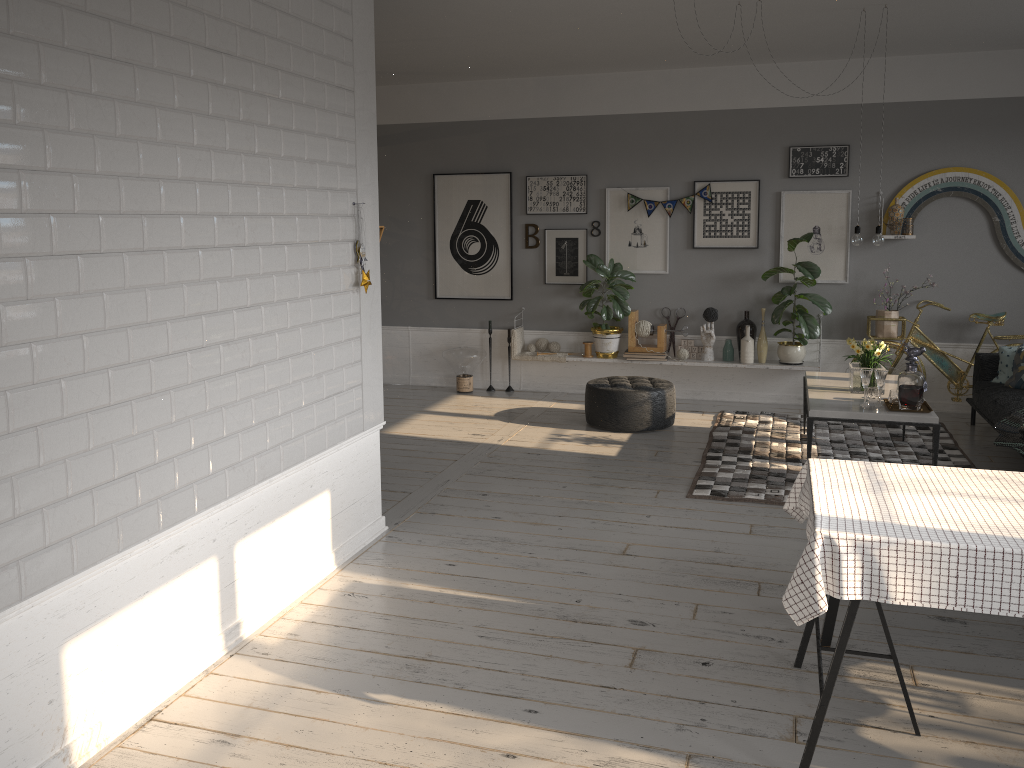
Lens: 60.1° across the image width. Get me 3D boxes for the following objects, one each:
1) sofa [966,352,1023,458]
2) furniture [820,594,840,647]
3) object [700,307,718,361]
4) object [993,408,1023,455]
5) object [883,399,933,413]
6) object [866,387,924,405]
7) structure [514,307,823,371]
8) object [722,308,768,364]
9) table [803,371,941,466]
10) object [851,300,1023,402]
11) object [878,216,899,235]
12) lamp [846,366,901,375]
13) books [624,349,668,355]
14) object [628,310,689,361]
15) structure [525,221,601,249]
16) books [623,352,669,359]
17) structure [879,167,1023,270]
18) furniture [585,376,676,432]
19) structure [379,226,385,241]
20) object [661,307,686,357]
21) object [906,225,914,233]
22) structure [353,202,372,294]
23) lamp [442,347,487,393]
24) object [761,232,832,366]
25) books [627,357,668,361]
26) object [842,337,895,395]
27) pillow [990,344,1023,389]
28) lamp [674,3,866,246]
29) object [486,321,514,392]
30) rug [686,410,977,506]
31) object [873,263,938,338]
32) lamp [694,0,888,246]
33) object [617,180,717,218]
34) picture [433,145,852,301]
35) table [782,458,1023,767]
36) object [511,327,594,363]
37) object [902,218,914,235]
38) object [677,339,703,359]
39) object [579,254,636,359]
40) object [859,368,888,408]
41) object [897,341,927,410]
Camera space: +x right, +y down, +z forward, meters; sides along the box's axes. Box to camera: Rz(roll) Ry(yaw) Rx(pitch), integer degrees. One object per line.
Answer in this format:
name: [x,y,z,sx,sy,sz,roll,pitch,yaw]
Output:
sofa: [3.759,0.155,5.900,0.970,0.790,2.362,2,10,16]
furniture: [2.055,0.790,3.374,1.670,0.452,0.469,3,9,17]
object: [1.774,-0.449,7.958,0.155,0.479,0.137,2,7,17]
object: [3.301,0.271,5.414,0.490,0.326,0.673,2,10,12]
object: [2.397,0.132,5.366,0.247,0.015,0.321,3,11,17]
object: [2.374,0.078,5.492,0.279,0.086,0.248,-1,10,-5]
structure: [1.373,-0.420,8.102,2.777,0.482,0.310,3,8,17]
object: [2.070,-0.436,7.850,0.286,0.484,0.334,-4,8,-22]
table: [2.341,0.297,5.926,0.732,0.506,1.469,2,10,17]
object: [3.667,-0.204,7.347,1.626,0.962,0.430,1,7,9]
object: [3.139,-1.321,7.369,0.060,0.164,0.198,-6,10,-38]
lamp: [3.004,0.062,7.368,0.434,0.434,0.434,-8,11,-41]
books: [1.233,-0.294,8.135,0.379,0.017,0.231,2,11,14]
object: [1.346,-0.443,8.076,0.546,0.436,0.240,2,8,17]
structure: [0.483,-1.419,8.421,0.739,0.261,0.024,3,7,17]
books: [1.233,-0.270,8.127,0.384,0.029,0.262,3,11,18]
structure: [4.061,-1.302,7.163,2.023,0.948,0.269,3,7,17]
furniture: [0.961,0.149,7.207,0.735,0.354,0.742,0,10,4]
structure: [-0.947,-1.007,4.726,0.495,0.769,0.186,2,7,17]
object: [1.491,-0.477,8.182,0.221,0.460,0.019,2,7,17]
object: [3.330,-1.291,7.411,0.062,0.081,0.063,-1,8,-7]
structure: [-0.735,-0.663,4.324,0.078,0.444,0.135,0,7,5]
lamp: [-0.462,-0.138,8.603,0.434,0.434,0.435,6,11,39]
object: [2.461,-0.736,7.656,0.417,1.141,0.570,-5,9,-33]
books: [1.246,-0.246,8.131,0.368,0.021,0.299,2,11,12]
object: [2.360,-0.126,5.864,0.325,0.348,0.355,3,9,19]
pillow: [3.891,-0.133,6.485,0.443,0.359,0.806,-1,10,-1]
lamp: [1.646,-1.641,5.642,1.396,1.524,0.075,-2,7,-13]
object: [-0.117,-0.279,8.629,0.279,0.695,0.092,1,7,10]
rug: [2.260,0.487,6.213,1.771,0.034,2.549,3,11,17]
object: [3.272,-0.690,7.390,0.489,0.636,0.255,5,9,35]
lamp: [1.747,-1.625,5.547,1.396,1.524,0.075,-2,7,-13]
object: [1.404,-1.680,8.071,0.914,0.337,0.058,3,7,17]
picture: [-1.154,-1.219,6.814,7.297,1.780,4.075,3,10,17]
table: [1.848,0.767,2.599,2.026,0.778,0.939,3,9,17]
object: [0.400,-0.371,8.387,0.785,0.304,0.332,3,9,18]
object: [3.283,-1.305,7.341,0.086,0.138,0.086,1,8,10]
object: [1.653,-0.322,8.110,0.265,0.172,0.079,4,8,23]
object: [0.872,-0.717,8.129,0.510,0.956,0.550,0,8,3]
object: [2.204,0.023,5.402,0.168,0.225,0.083,4,8,29]
object: [2.387,-0.054,5.279,0.156,0.414,0.149,5,9,36]
